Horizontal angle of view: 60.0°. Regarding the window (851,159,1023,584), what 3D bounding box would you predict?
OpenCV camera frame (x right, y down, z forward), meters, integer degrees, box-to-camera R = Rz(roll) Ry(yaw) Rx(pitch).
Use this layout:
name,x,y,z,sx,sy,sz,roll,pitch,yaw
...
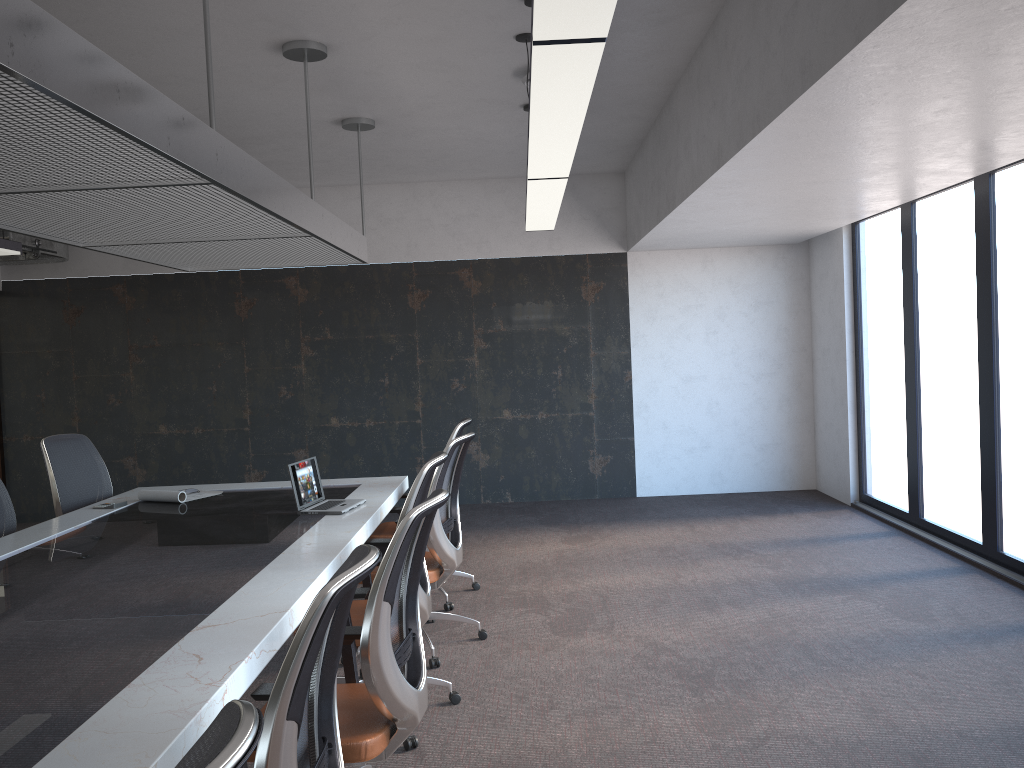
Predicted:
name,x,y,z,sx,sy,sz,roll,pitch,yaw
window,3.110,-0.028,3.605,0.121,2.670,9.225,-3,2,1

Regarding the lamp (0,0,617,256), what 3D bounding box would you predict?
name,x,y,z,sx,sy,sz,roll,pitch,yaw
lamp,-1.809,-1.355,3.460,4.126,0.908,6.097,-3,2,1

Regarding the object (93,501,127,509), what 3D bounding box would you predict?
name,x,y,z,sx,sy,sz,roll,pitch,yaw
object,-2.455,0.737,5.415,0.161,0.026,0.126,-2,2,15

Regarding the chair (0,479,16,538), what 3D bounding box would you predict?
name,x,y,z,sx,sy,sz,roll,pitch,yaw
chair,-2.719,0.950,4.951,0.828,1.166,0.789,-4,3,-35

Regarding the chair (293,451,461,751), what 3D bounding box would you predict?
name,x,y,z,sx,sy,sz,roll,pitch,yaw
chair,-0.651,0.901,3.887,0.828,1.166,0.789,-4,3,-35

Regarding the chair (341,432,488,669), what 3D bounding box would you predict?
name,x,y,z,sx,sy,sz,roll,pitch,yaw
chair,-0.574,0.858,4.835,0.828,1.166,0.789,-4,3,-25

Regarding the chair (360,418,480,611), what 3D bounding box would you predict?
name,x,y,z,sx,sy,sz,roll,pitch,yaw
chair,-0.631,0.822,5.781,0.828,1.166,0.789,-4,3,-35

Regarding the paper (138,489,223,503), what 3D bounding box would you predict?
name,x,y,z,sx,sy,sz,roll,pitch,yaw
paper,-2.122,0.692,5.686,0.348,0.069,0.379,-1,3,26

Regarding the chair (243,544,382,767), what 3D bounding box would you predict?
name,x,y,z,sx,sy,sz,roll,pitch,yaw
chair,-0.671,0.980,1.993,0.828,1.166,0.789,-4,3,-35

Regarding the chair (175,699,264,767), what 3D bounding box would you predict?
name,x,y,z,sx,sy,sz,roll,pitch,yaw
chair,-0.681,1.019,1.047,0.828,1.166,0.789,-4,3,-35

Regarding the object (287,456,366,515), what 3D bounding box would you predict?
name,x,y,z,sx,sy,sz,roll,pitch,yaw
object,-1.035,0.564,4.989,0.308,0.277,0.366,-2,2,11

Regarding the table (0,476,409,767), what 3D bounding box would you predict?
name,x,y,z,sx,sy,sz,roll,pitch,yaw
table,-1.688,1.169,3.476,1.898,0.745,5.498,-3,2,1

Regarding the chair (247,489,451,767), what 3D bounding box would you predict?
name,x,y,z,sx,sy,sz,roll,pitch,yaw
chair,-0.573,0.941,2.837,0.828,1.166,0.789,-4,3,-29

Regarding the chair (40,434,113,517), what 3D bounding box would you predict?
name,x,y,z,sx,sy,sz,roll,pitch,yaw
chair,-2.659,0.909,5.895,0.828,1.166,0.789,-3,3,-20

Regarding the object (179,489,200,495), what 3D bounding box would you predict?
name,x,y,z,sx,sy,sz,roll,pitch,yaw
object,-2.134,0.705,5.774,0.049,0.036,0.200,-1,3,38
